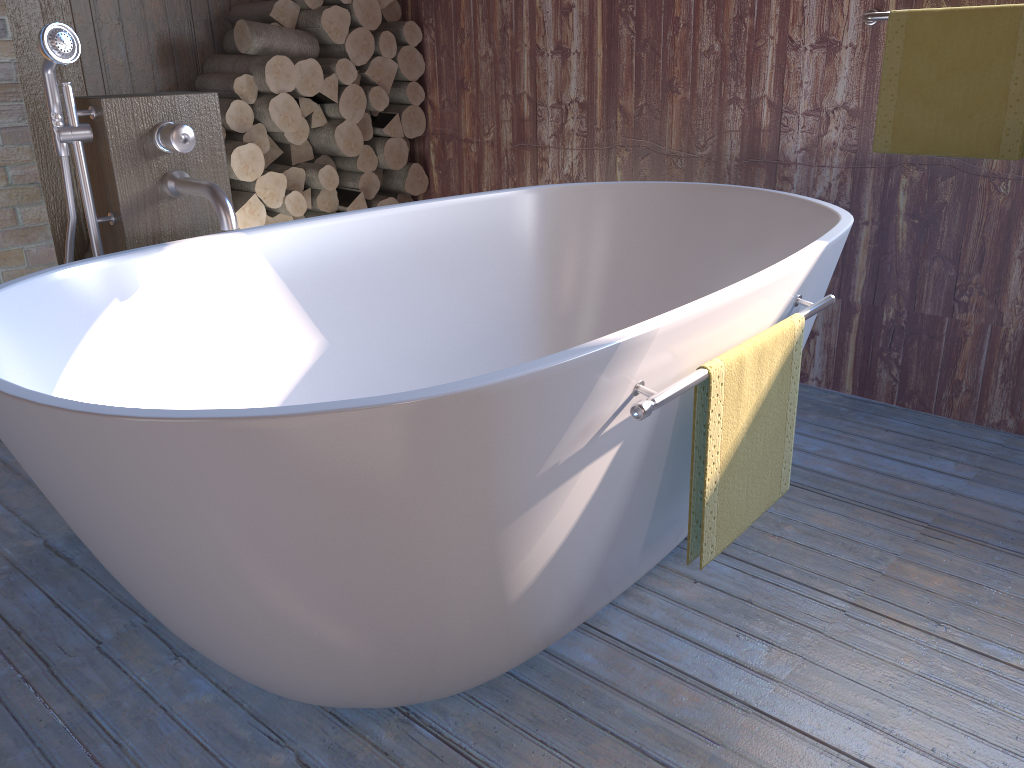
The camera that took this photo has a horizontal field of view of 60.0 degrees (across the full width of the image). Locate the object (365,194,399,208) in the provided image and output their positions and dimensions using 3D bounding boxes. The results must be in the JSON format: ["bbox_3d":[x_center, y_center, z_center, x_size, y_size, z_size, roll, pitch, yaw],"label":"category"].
[{"bbox_3d":[-0.679,-0.767,3.858,0.440,0.147,0.138,17,27,41],"label":"object"}]

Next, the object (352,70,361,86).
[{"bbox_3d":[-0.728,-1.224,3.600,0.278,0.090,0.095,18,28,41],"label":"object"}]

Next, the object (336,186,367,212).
[{"bbox_3d":[-0.778,-0.779,3.726,0.423,0.112,0.115,17,27,40],"label":"object"}]

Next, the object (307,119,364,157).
[{"bbox_3d":[-0.804,-1.011,3.621,0.437,0.143,0.141,16,27,39],"label":"object"}]

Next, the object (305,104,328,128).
[{"bbox_3d":[-0.852,-1.080,3.548,0.280,0.096,0.085,17,28,41],"label":"object"}]

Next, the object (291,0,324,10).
[{"bbox_3d":[-0.830,-1.486,3.412,0.227,0.097,0.094,17,28,41],"label":"object"}]

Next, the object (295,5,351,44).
[{"bbox_3d":[-0.827,-1.409,3.487,0.458,0.148,0.139,17,27,41],"label":"object"}]

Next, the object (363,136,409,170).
[{"bbox_3d":[-0.643,-1.002,3.819,0.437,0.133,0.137,16,27,39],"label":"object"}]

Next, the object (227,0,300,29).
[{"bbox_3d":[-0.966,-1.420,3.447,0.319,0.121,0.140,18,28,42],"label":"object"}]

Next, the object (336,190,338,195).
[{"bbox_3d":[-0.790,-0.801,3.686,0.146,0.056,0.054,17,27,40],"label":"object"}]

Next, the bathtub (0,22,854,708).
[{"bbox_3d":[-0.041,-0.176,1.836,1.935,1.109,1.460,-11,22,-23],"label":"bathtub"}]

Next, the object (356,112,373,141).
[{"bbox_3d":[-0.716,-1.073,3.678,0.302,0.118,0.111,16,27,40],"label":"object"}]

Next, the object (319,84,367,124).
[{"bbox_3d":[-0.778,-1.139,3.607,0.439,0.157,0.136,17,28,41],"label":"object"}]

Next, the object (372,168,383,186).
[{"bbox_3d":[-0.715,-0.910,3.911,0.319,0.106,0.118,16,26,38],"label":"object"}]

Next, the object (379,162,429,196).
[{"bbox_3d":[-0.579,-0.925,3.939,0.455,0.137,0.139,16,27,39],"label":"object"}]

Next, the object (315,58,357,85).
[{"bbox_3d":[-0.793,-1.252,3.544,0.438,0.109,0.102,17,27,41],"label":"object"}]

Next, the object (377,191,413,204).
[{"bbox_3d":[-0.591,-0.837,4.008,0.301,0.113,0.114,16,26,38],"label":"object"}]

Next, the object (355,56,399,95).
[{"bbox_3d":[-0.690,-1.286,3.701,0.482,0.151,0.172,18,28,41],"label":"object"}]

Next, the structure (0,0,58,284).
[{"bbox_3d":[-2.034,-0.533,2.659,0.226,1.330,1.130,17,27,40],"label":"structure"}]

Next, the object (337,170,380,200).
[{"bbox_3d":[-0.698,-0.850,3.752,0.289,0.117,0.116,16,26,38],"label":"object"}]

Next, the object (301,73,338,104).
[{"bbox_3d":[-0.852,-1.162,3.508,0.424,0.124,0.109,16,27,40],"label":"object"}]

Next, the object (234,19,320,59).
[{"bbox_3d":[-0.872,-1.270,3.296,0.121,0.157,0.302,17,28,41],"label":"object"}]

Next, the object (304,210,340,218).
[{"bbox_3d":[-0.847,-0.674,3.716,0.458,0.148,0.139,17,27,41],"label":"object"}]

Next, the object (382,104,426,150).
[{"bbox_3d":[-0.568,-1.100,3.874,0.439,0.256,0.137,17,27,41],"label":"object"}]

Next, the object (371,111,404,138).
[{"bbox_3d":[-0.640,-1.110,3.773,0.423,0.112,0.115,17,27,40],"label":"object"}]

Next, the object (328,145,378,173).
[{"bbox_3d":[-0.705,-0.952,3.716,0.301,0.113,0.114,16,26,38],"label":"object"}]

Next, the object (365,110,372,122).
[{"bbox_3d":[-0.670,-1.117,3.717,0.177,0.069,0.065,16,27,40],"label":"object"}]

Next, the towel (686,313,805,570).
[{"bbox_3d":[0.416,0.090,1.559,0.032,0.361,0.370,15,26,37],"label":"towel"}]

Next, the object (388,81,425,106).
[{"bbox_3d":[-0.558,-1.257,3.816,0.438,0.109,0.102,17,27,41],"label":"object"}]

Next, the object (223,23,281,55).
[{"bbox_3d":[-0.999,-1.325,3.439,0.291,0.130,0.113,17,28,41],"label":"object"}]

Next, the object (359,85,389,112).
[{"bbox_3d":[-0.689,-1.194,3.686,0.438,0.109,0.102,17,27,41],"label":"object"}]

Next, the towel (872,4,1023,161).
[{"bbox_3d":[1.125,-0.763,2.255,0.370,0.361,0.032,17,27,40],"label":"towel"}]

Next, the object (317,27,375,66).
[{"bbox_3d":[-0.745,-1.348,3.574,0.440,0.151,0.143,17,27,40],"label":"object"}]
